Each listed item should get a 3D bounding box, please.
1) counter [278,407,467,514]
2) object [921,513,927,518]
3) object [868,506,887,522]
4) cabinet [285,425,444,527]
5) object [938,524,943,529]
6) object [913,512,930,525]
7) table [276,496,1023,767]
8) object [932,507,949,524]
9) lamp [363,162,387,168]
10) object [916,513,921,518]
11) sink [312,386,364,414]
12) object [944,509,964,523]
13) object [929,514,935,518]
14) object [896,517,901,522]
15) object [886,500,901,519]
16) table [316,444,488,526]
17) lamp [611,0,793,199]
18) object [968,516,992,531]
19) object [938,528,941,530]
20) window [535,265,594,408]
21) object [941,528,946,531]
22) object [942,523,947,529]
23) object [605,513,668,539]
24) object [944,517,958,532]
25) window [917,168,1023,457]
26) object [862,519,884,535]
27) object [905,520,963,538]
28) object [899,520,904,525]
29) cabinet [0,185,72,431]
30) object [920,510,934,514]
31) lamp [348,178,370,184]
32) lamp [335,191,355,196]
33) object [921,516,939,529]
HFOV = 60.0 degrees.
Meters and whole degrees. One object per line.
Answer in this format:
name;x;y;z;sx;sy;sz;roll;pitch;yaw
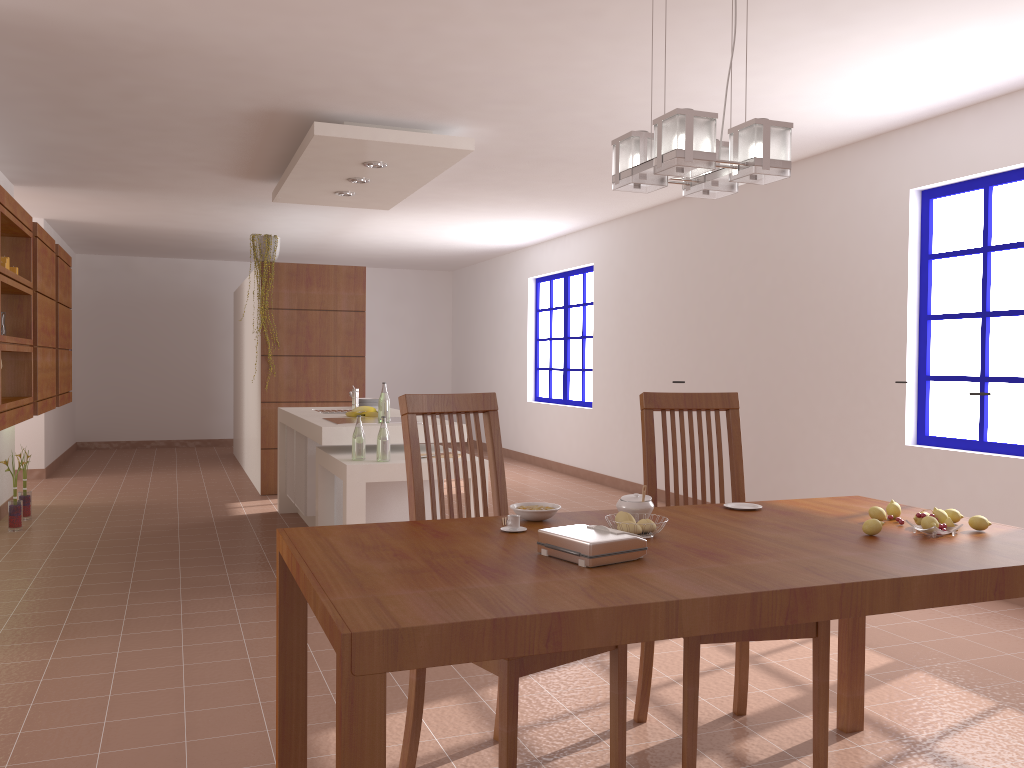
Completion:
counter;-1.028;0.605;5.936;0.821;0.800;2.156;0;1;-21
object;1.047;0.335;2.255;0.014;0.014;0.012;0;1;0
object;0.967;0.344;2.347;0.042;0.041;0.041;2;2;44
cabinet;-1.004;0.657;5.886;0.737;0.700;2.048;0;1;-21
object;1.043;0.353;2.191;0.040;0.023;0.049;1;1;25
object;1.058;0.348;2.281;0.041;0.039;0.044;1;2;33
table;0.419;0.736;2.092;1.800;0.740;0.900;0;1;-21
object;1.092;0.340;2.264;0.039;0.049;0.039;0;1;-13
lamp;-0.836;-1.357;5.416;0.143;0.059;0.143;-1;2;-38
object;1.041;0.336;2.268;0.014;0.014;0.013;1;2;36
sink;-1.177;0.190;6.319;0.404;0.368;0.668;0;1;-21
object;1.155;0.347;2.330;0.043;0.038;0.043;0;2;-32
object;1.063;0.335;2.245;0.012;0.014;0.014;-1;2;-40
object;1.021;0.358;2.342;0.014;0.012;0.014;0;1;-17
object;1.036;0.341;2.409;0.038;0.053;0.039;1;1;14
table;-0.648;0.708;4.955;0.737;0.647;1.003;0;1;-21
lamp;0.444;-0.932;2.086;0.304;0.919;0.304;0;1;-21
object;1.173;0.349;2.228;0.043;0.038;0.043;0;2;-32
object;1.040;0.358;2.167;0.014;0.013;0.014;1;1;3
window;0.589;-0.490;9.538;0.035;1.430;1.699;0;1;-21
object;1.052;0.358;2.163;0.013;0.014;0.014;1;1;8
object;1.063;0.350;2.181;0.014;0.014;0.012;0;1;-8
object;0.299;0.343;2.133;0.151;0.041;0.151;1;2;29
object;1.093;0.350;2.208;0.033;0.036;0.039;1;1;17
window;2.615;-0.350;4.214;0.035;1.430;1.699;0;1;-21
object;0.877;0.348;2.159;0.041;0.041;0.042;0;2;-35
object;1.032;0.353;2.169;0.092;0.032;0.091;0;1;-21
object;1.010;0.358;2.299;0.014;0.014;0.012;0;2;-32
cabinet;-3.169;-0.394;5.037;0.754;1.200;4.718;0;1;-21
object;1.062;0.329;2.271;0.034;0.011;0.037;1;2;29
lamp;-1.017;-1.369;5.888;0.143;0.059;0.143;1;1;7
lamp;-1.195;-1.382;6.354;0.143;0.059;0.143;1;1;7
object;1.018;0.341;2.160;0.043;0.038;0.042;-1;2;-44
